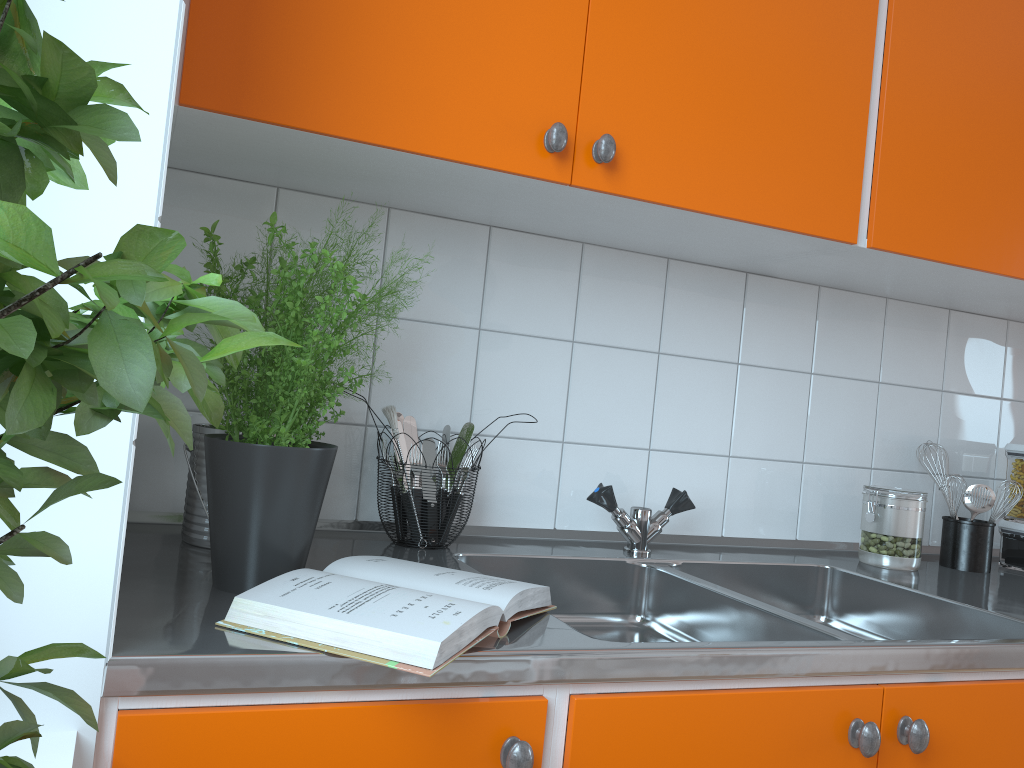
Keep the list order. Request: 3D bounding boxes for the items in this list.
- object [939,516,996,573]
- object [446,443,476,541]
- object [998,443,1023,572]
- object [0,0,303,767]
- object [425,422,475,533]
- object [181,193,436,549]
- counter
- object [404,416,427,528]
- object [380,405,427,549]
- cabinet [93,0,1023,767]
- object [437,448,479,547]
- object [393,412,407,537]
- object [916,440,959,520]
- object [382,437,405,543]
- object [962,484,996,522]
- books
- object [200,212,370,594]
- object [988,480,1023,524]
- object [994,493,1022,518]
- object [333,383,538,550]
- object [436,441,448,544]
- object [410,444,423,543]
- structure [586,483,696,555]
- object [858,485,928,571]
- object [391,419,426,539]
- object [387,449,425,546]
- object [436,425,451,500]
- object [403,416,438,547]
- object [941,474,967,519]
[{"bbox_3d":[0.917,0.326,1.788,0.095,0.105,0.098,7,-2,-42],"label":"object"},{"bbox_3d":[-0.090,0.177,1.447,0.021,0.166,0.054,4,-2,44],"label":"object"},{"bbox_3d":[1.187,0.271,1.895,0.299,0.261,0.095,6,-2,-22],"label":"object"},{"bbox_3d":[-0.204,0.080,0.131,0.275,0.407,0.305,5,-2,27],"label":"object"},{"bbox_3d":[-0.105,0.160,1.460,0.074,0.198,0.024,7,-2,-45],"label":"object"},{"bbox_3d":[-0.310,-0.021,1.260,0.322,0.512,0.285,7,-2,-27],"label":"object"},{"bbox_3d":[0.945,0.417,1.619,3.083,0.132,0.685,6,-1,-22],"label":"counter"},{"bbox_3d":[-0.155,0.154,1.467,0.076,0.198,0.022,5,-2,32],"label":"object"},{"bbox_3d":[-0.165,0.143,1.359,0.098,0.218,0.018,6,-2,-23],"label":"object"},{"bbox_3d":[0.989,0.064,1.613,3.085,2.349,0.709,6,-2,-22],"label":"cabinet"},{"bbox_3d":[-0.089,0.181,1.425,0.021,0.158,0.077,5,-2,35],"label":"object"},{"bbox_3d":[-0.182,0.149,1.459,0.025,0.203,0.056,7,-2,-40],"label":"object"},{"bbox_3d":[0.921,0.249,1.851,0.063,0.251,0.186,6,-2,-22],"label":"object"},{"bbox_3d":[-0.190,0.169,1.419,0.071,0.163,0.020,5,-2,36],"label":"object"},{"bbox_3d":[0.898,0.283,1.756,0.052,0.176,0.088,6,-2,-14],"label":"object"},{"bbox_3d":[-0.113,0.231,0.957,0.234,0.040,0.339,5,-1,22],"label":"books"},{"bbox_3d":[-0.280,0.021,1.031,0.192,0.432,0.156,6,-2,1],"label":"object"},{"bbox_3d":[0.964,0.252,1.754,0.044,0.131,0.077,7,-2,-31],"label":"object"},{"bbox_3d":[0.962,0.292,1.788,0.034,0.164,0.119,7,-2,-42],"label":"object"},{"bbox_3d":[-0.126,0.136,1.424,0.175,0.244,0.325,4,-2,45],"label":"object"},{"bbox_3d":[-0.114,0.177,1.442,0.020,0.163,0.071,6,-2,-19],"label":"object"},{"bbox_3d":[-0.154,0.176,1.437,0.020,0.153,0.086,6,-2,-17],"label":"object"},{"bbox_3d":[0.226,0.238,1.561,0.199,0.116,0.049,6,-2,-22],"label":"structure"},{"bbox_3d":[0.738,0.278,1.723,0.118,0.150,0.116,6,-1,12],"label":"object"},{"bbox_3d":[-0.169,0.156,1.446,0.089,0.192,0.024,5,-2,34],"label":"object"},{"bbox_3d":[-0.170,0.178,1.415,0.019,0.146,0.110,7,-2,-42],"label":"object"},{"bbox_3d":[-0.118,0.163,1.474,0.017,0.190,0.060,6,-2,-3],"label":"object"},{"bbox_3d":[-0.134,0.156,1.449,0.074,0.199,0.135,7,-2,-42],"label":"object"},{"bbox_3d":[0.882,0.274,1.779,0.045,0.190,0.106,5,-2,29],"label":"object"}]
